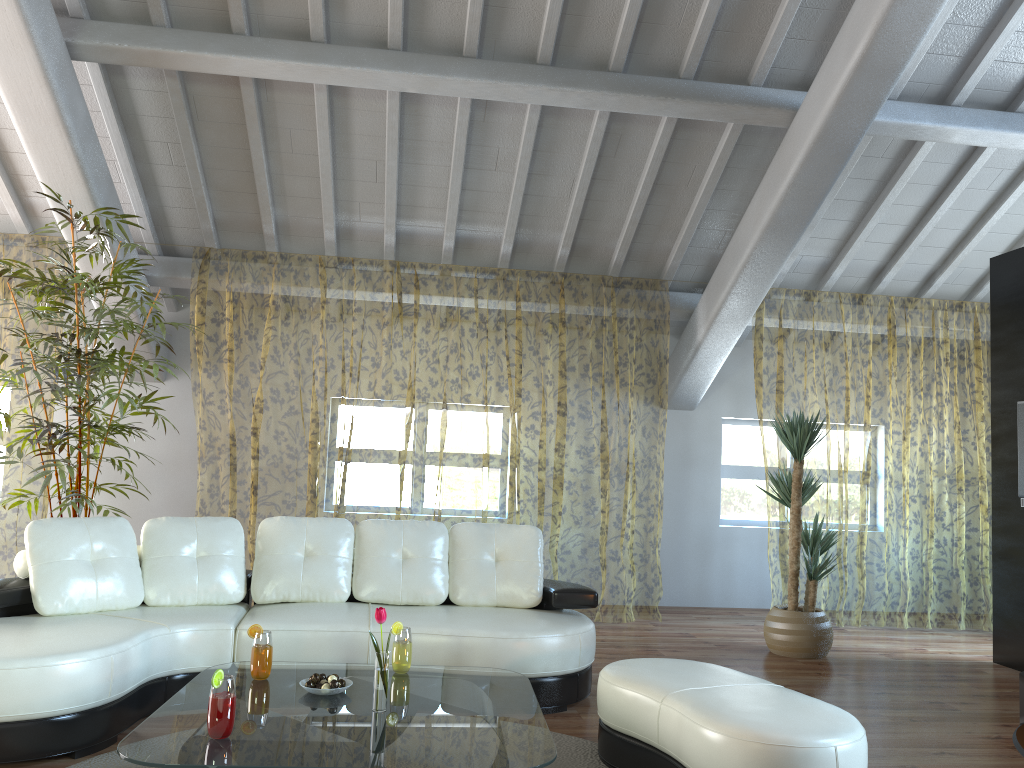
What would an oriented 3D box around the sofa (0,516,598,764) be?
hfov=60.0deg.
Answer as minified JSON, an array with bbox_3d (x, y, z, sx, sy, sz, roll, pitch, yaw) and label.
[{"bbox_3d":[-1.078,1.037,4.091,3.047,0.805,1.359,5,-6,-28],"label":"sofa"}]

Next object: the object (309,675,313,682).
[{"bbox_3d":[-0.684,1.020,3.060,0.032,0.031,0.031,0,-6,21],"label":"object"}]

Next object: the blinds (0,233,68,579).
[{"bbox_3d":[-4.845,0.156,5.861,3.505,2.546,0.306,3,-5,-7],"label":"blinds"}]

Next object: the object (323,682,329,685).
[{"bbox_3d":[-0.630,1.032,3.028,0.032,0.030,0.031,0,-6,29],"label":"object"}]

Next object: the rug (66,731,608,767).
[{"bbox_3d":[-0.413,1.326,2.678,2.313,0.020,2.307,6,-7,-36],"label":"rug"}]

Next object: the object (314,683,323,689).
[{"bbox_3d":[-0.654,1.029,3.007,0.031,0.030,0.032,3,-5,-9],"label":"object"}]

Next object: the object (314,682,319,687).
[{"bbox_3d":[-0.672,1.031,3.034,0.032,0.030,0.031,8,-7,-44],"label":"object"}]

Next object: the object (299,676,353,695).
[{"bbox_3d":[-0.634,1.034,3.023,0.178,0.031,0.178,4,-6,-14],"label":"object"}]

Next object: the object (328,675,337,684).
[{"bbox_3d":[-0.608,1.003,3.004,0.029,0.032,0.032,7,-7,-42],"label":"object"}]

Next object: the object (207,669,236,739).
[{"bbox_3d":[-0.817,0.894,2.491,0.081,0.192,0.075,6,-6,-32],"label":"object"}]

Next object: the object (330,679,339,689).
[{"bbox_3d":[-0.594,1.005,2.966,0.030,0.033,0.030,5,-6,-27],"label":"object"}]

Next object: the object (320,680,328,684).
[{"bbox_3d":[-0.648,1.034,3.055,0.032,0.029,0.032,8,-8,-44],"label":"object"}]

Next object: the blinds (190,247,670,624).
[{"bbox_3d":[-0.577,0.391,6.391,3.505,2.546,0.306,3,-5,-7],"label":"blinds"}]

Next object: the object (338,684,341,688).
[{"bbox_3d":[-0.592,1.024,2.989,0.032,0.031,0.031,2,-5,3],"label":"object"}]

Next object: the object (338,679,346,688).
[{"bbox_3d":[-0.586,1.030,3.047,0.029,0.032,0.032,6,-6,-32],"label":"object"}]

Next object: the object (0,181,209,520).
[{"bbox_3d":[-2.434,0.213,4.974,1.399,2.473,1.177,1,-6,18],"label":"object"}]

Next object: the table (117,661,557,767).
[{"bbox_3d":[-0.508,1.185,2.863,1.201,0.290,1.201,3,-5,-4],"label":"table"}]

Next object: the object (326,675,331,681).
[{"bbox_3d":[-0.631,1.027,3.082,0.031,0.030,0.032,0,-6,27],"label":"object"}]

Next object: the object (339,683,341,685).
[{"bbox_3d":[-0.598,1.031,3.017,0.030,0.032,0.031,3,-5,-10],"label":"object"}]

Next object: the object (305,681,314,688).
[{"bbox_3d":[-0.686,1.022,3.005,0.031,0.031,0.032,6,-6,-30],"label":"object"}]

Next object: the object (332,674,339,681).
[{"bbox_3d":[-0.609,1.010,3.039,0.031,0.031,0.030,3,-5,-4],"label":"object"}]

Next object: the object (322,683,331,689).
[{"bbox_3d":[-0.621,1.019,2.969,0.032,0.032,0.030,3,-5,-4],"label":"object"}]

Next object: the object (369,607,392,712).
[{"bbox_3d":[-0.424,0.879,2.846,0.060,0.323,0.069,6,-6,-30],"label":"object"}]

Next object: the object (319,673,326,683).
[{"bbox_3d":[-0.662,1.023,3.082,0.030,0.031,0.032,2,-5,2],"label":"object"}]

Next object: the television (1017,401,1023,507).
[{"bbox_3d":[3.193,0.369,4.752,0.044,0.639,1.336,3,-5,-7],"label":"television"}]

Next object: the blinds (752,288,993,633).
[{"bbox_3d":[3.157,0.597,6.857,2.780,2.546,0.306,3,-5,-7],"label":"blinds"}]

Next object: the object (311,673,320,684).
[{"bbox_3d":[-0.667,1.002,3.018,0.030,0.034,0.030,5,-6,-25],"label":"object"}]

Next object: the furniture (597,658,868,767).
[{"bbox_3d":[0.733,1.242,3.105,0.596,0.367,1.134,5,-6,-24],"label":"furniture"}]

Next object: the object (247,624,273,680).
[{"bbox_3d":[-0.894,0.955,3.165,0.081,0.192,0.075,0,-6,28],"label":"object"}]

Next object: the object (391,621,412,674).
[{"bbox_3d":[-0.417,0.993,3.352,0.081,0.192,0.075,3,-5,-2],"label":"object"}]

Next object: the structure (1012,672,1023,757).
[{"bbox_3d":[1.626,-1.791,1.933,0.851,5.494,1.176,3,-5,-8],"label":"structure"}]

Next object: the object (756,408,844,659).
[{"bbox_3d":[1.843,0.942,5.711,0.564,1.586,0.588,0,-6,26],"label":"object"}]
